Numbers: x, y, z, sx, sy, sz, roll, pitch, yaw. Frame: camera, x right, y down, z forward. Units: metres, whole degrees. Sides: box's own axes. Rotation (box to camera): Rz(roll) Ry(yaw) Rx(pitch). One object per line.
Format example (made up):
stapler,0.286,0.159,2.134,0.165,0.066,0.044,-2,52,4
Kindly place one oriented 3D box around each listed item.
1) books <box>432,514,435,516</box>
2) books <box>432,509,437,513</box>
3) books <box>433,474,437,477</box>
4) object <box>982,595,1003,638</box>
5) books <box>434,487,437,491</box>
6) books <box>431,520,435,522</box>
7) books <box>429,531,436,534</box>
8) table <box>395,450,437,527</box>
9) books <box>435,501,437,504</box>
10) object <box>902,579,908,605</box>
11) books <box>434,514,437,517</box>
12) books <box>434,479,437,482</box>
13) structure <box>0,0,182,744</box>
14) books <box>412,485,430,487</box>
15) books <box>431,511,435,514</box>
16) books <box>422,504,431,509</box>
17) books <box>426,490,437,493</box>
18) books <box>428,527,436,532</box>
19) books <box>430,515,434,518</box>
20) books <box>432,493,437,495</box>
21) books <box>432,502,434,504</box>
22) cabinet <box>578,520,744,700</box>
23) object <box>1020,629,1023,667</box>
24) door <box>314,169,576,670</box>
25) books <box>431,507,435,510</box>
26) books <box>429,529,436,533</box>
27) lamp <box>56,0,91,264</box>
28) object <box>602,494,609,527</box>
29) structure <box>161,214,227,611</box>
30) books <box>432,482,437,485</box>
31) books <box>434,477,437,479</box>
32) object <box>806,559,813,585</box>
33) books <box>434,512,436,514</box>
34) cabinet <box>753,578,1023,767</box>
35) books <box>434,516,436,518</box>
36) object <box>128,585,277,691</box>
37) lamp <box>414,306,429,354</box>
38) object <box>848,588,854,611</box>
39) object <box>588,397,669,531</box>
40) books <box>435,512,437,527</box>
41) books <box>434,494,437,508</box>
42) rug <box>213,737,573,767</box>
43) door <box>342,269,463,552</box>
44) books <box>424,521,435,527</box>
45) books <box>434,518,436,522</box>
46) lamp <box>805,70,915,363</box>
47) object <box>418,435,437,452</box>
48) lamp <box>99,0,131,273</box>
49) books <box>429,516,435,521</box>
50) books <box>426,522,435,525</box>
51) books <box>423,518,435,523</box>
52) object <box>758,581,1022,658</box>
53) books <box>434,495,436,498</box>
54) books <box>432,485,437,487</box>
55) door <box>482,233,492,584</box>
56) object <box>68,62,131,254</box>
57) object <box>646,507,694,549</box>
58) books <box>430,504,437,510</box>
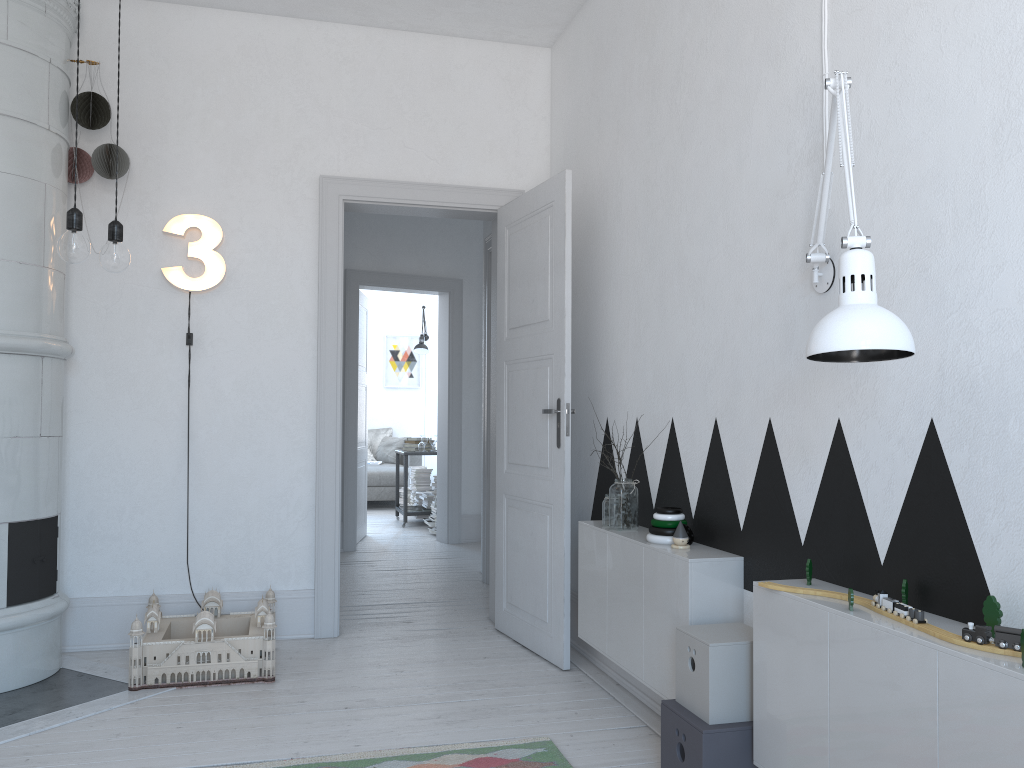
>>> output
books,-0.630,1.202,8.137,0.161,0.012,0.254,1,-2,-15
books,-0.632,1.162,8.143,0.174,0.021,0.273,1,-2,-15
books,-0.626,0.841,8.139,0.161,0.012,0.254,0,-2,5
object,0.895,0.435,1.651,0.009,0.080,0.037,1,-2,-21
books,-0.632,0.965,8.142,0.167,0.017,0.263,1,-2,-5
books,-0.655,1.250,8.143,0.182,0.016,0.288,1,-2,-10
books,-0.558,1.294,7.724,0.232,0.014,0.314,1,-2,-26
table,-0.815,1.004,8.663,0.602,0.702,0.638,1,-2,-15
books,-0.533,1.049,7.747,0.176,0.025,0.331,1,-2,-25
object,0.846,0.453,1.910,0.007,0.063,0.029,-1,-2,38
books,-0.545,1.156,7.732,0.182,0.016,0.288,1,-2,-25
books,-0.618,0.874,8.149,0.176,0.025,0.331,0,-2,0
structure,-1.974,-0.211,3.415,1.256,2.879,0.800,-1,-2,30
books,-0.962,1.075,9.359,0.161,0.035,0.254,1,-2,-15
books,-0.639,1.190,8.147,0.159,0.012,0.285,1,-2,-15
books,-0.775,1.200,8.669,0.168,0.032,0.263,1,-2,-15
books,-0.630,0.982,8.157,0.182,0.016,0.288,-1,-3,35
books,-0.565,1.267,7.718,0.251,0.012,0.312,1,-2,-24
books,-0.637,1.217,8.128,0.167,0.017,0.263,1,-2,-20
books,-0.621,0.998,8.161,0.182,0.016,0.288,0,-2,5
books,-0.629,1.107,8.152,0.159,0.012,0.285,1,-2,-15
cabinet,0.475,0.753,3.056,0.183,0.454,0.970,1,-2,-15
object,0.847,0.436,1.462,0.007,0.063,0.029,0,-2,12
door,-0.348,0.101,4.021,1.022,2.176,1.041,1,-2,-15
books,-0.635,1.144,8.133,0.161,0.013,0.254,1,-2,-20
books,-0.557,1.280,7.719,0.232,0.014,0.308,1,-2,-27
lamp,-0.624,-1.068,1.646,0.074,1.529,1.381,2,-2,-40
object,0.387,0.477,3.345,0.091,0.121,0.098,0,-2,23
structure,-1.338,0.205,4.045,0.513,1.946,0.065,1,-2,-15
books,-0.618,0.909,8.142,0.174,0.021,0.273,0,-2,10
books,-0.611,0.854,8.142,0.159,0.012,0.285,0,-2,5
object,0.731,0.462,2.182,0.007,0.063,0.029,-1,-2,38
books,-0.625,1.177,8.128,0.161,0.013,0.256,1,-2,-10
cabinet,0.817,0.707,1.776,0.183,0.454,0.970,1,-2,-15
books,-0.549,1.172,7.741,0.182,0.016,0.288,1,-2,-25
object,-1.240,1.016,3.624,0.539,0.298,0.539,1,-2,-15
lamp,-1.186,-0.710,11.629,0.200,0.669,0.687,1,-2,-6
object,0.725,0.461,1.896,0.006,0.046,0.037,0,-2,12
object,0.374,0.292,3.269,0.258,0.484,0.406,1,-2,-17
books,-0.623,1.217,7.896,0.123,0.169,0.049,1,-2,-20
books,-0.624,1.041,7.919,0.129,0.139,0.157,1,-2,-15
rug,-0.264,1.090,1.716,1.320,0.016,2.029,1,-2,-15
door,-1.058,0.224,7.411,1.005,2.176,0.856,1,-2,-30
books,-0.662,1.278,8.130,0.232,0.014,0.314,1,-2,-16
books,-0.554,1.196,7.752,0.180,0.028,0.296,1,-2,-25
lamp,0.754,-0.366,1.961,0.200,0.655,0.651,0,-2,19
object,-0.821,0.575,8.595,0.210,0.154,0.165,1,-2,-25
lamp,-0.586,-1.063,1.780,0.074,1.529,1.381,2,-2,-40
books,-0.653,1.234,8.133,0.182,0.016,0.288,1,-2,-15
books,-0.661,1.264,8.125,0.232,0.014,0.308,1,-2,-17
books,-0.670,1.251,8.126,0.251,0.012,0.312,1,-2,-14
object,0.810,0.456,1.762,0.111,0.047,0.902,1,-2,-20
books,-0.618,1.021,8.145,0.180,0.028,0.296,0,-2,0
books,-0.631,0.925,8.131,0.161,0.013,0.256,0,-2,5
door,0.070,0.147,5.181,0.261,2.176,0.981,1,-2,-15
object,-1.820,-0.962,3.805,0.386,0.826,0.196,-1,-2,28
object,0.536,0.465,2.889,0.148,0.113,0.231,1,-2,-25
books,-0.638,1.126,8.146,0.176,0.025,0.331,1,-2,-15
